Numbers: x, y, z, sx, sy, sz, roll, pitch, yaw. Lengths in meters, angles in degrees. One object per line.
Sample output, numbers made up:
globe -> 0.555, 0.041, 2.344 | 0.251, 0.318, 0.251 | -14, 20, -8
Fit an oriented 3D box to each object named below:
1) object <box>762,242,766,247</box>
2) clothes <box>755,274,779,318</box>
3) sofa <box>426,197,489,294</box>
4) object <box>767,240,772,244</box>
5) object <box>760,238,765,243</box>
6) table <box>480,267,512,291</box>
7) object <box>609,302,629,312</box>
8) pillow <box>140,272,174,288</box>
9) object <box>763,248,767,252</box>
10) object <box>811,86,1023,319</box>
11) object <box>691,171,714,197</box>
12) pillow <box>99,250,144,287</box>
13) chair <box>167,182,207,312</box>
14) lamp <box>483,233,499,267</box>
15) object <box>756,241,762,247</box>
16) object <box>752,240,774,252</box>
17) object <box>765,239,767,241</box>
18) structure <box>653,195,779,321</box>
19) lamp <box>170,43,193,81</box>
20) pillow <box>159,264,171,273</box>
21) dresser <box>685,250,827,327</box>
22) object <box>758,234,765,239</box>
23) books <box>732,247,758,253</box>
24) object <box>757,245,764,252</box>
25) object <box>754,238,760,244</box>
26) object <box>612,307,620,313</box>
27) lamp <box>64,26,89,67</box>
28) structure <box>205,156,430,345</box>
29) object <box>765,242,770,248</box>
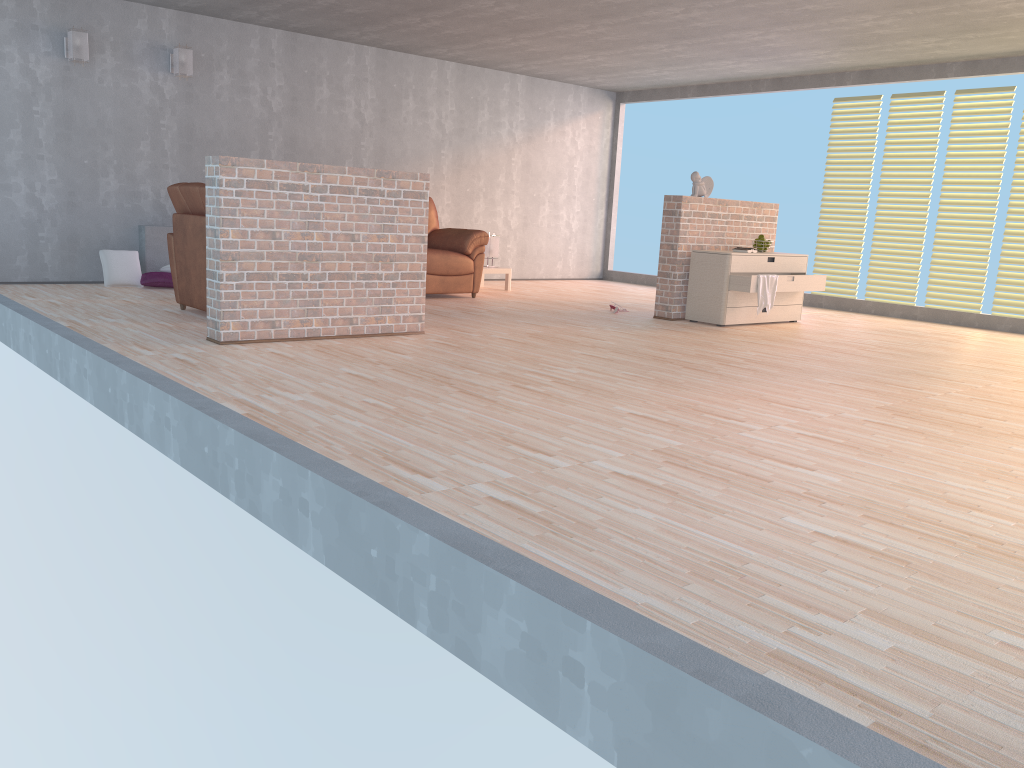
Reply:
object -> 2.230, -1.231, 7.841 | 0.038, 0.040, 0.039 | -4, 13, -31
clothes -> 2.087, -0.721, 7.325 | 0.325, 0.369, 0.097 | -6, 14, -39
sofa -> -1.356, -1.338, 8.280 | 2.202, 0.923, 0.981 | -6, 14, -40
object -> 2.288, -1.258, 7.898 | 0.047, 0.047, 0.046 | 3, 11, -3
object -> 2.213, -1.268, 7.833 | 0.046, 0.045, 0.046 | -6, 14, -40
table -> -0.383, -1.167, 9.723 | 0.548, 0.241, 0.548 | -6, 14, -40
object -> 0.993, -0.714, 8.190 | 0.188, 0.085, 0.069 | 3, 11, -1
pillow -> -3.163, -0.944, 8.006 | 0.392, 0.130, 0.365 | -1, 12, -20
object -> 2.254, -1.203, 7.911 | 0.048, 0.048, 0.046 | 12, 14, 37
object -> 4.769, -1.614, 8.001 | 0.044, 2.114, 4.372 | -6, 14, -40
object -> 1.631, -1.729, 7.693 | 0.216, 0.218, 0.131 | -6, 14, -40
pillow -> -3.484, -1.027, 7.915 | 0.327, 0.326, 0.241 | -5, 14, -36
chair -> -1.884, -0.987, 6.430 | 0.936, 0.879, 0.970 | -6, 14, -40
lamp -> -0.234, -1.470, 9.726 | 0.140, 0.376, 0.140 | -6, 14, -40
object -> 2.189, -1.239, 7.852 | 0.046, 0.044, 0.046 | -7, 15, -44
object -> 2.223, -1.225, 7.901 | 0.202, 0.104, 0.202 | 13, 15, 42
object -> 2.251, -1.276, 7.914 | 0.039, 0.043, 0.043 | 11, 13, 34
structure -> 1.876, -1.136, 8.051 | 1.422, 1.057, 0.211 | -6, 14, -40
lamp -> -3.005, -2.929, 8.076 | 0.165, 0.319, 0.177 | -6, 14, -40
pillow -> -2.982, -1.008, 8.180 | 0.388, 0.205, 0.357 | 11, 13, 35
dresser -> 2.347, -0.853, 7.903 | 1.686, 0.612, 0.605 | -6, 14, -40
object -> 2.219, -1.303, 7.888 | 0.054, 0.056, 0.054 | -6, 14, -40
books -> 2.011, -1.157, 7.654 | 0.146, 0.040, 0.209 | 12, 14, 39
object -> 2.209, -1.205, 7.879 | 0.060, 0.055, 0.059 | 4, 11, 4
object -> 2.180, -1.269, 7.890 | 0.049, 0.053, 0.054 | 1, 11, -10
object -> 0.952, -0.673, 8.018 | 0.078, 0.066, 0.192 | 2, 11, -4
lamp -> -3.679, -2.857, 7.510 | 0.165, 0.319, 0.168 | -6, 14, -40
structure -> -1.170, -0.817, 5.519 | 1.422, 1.057, 0.211 | -6, 14, -40
object -> 2.263, -1.236, 7.866 | 0.057, 0.057, 0.057 | 2, 11, -7
